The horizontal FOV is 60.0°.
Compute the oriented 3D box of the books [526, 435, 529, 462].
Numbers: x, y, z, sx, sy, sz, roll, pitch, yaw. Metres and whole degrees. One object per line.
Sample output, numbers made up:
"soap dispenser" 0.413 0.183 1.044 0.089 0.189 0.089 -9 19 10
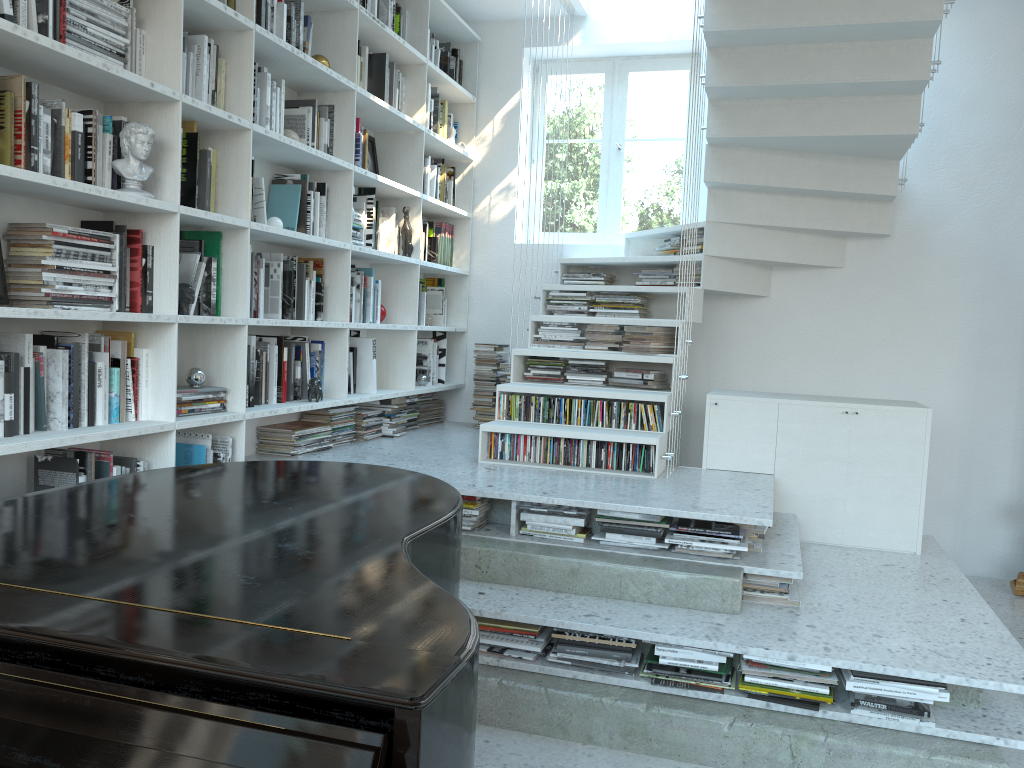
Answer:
"books" 0.091 0.302 4.225 0.008 0.125 0.125 4 4 16

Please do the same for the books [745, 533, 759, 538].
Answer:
"books" 0.894 0.574 3.516 0.168 0.012 0.210 4 4 17

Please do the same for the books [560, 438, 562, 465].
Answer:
"books" 0.246 0.312 4.179 0.007 0.125 0.125 4 4 16

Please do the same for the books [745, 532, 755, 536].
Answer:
"books" 0.892 0.563 3.516 0.153 0.009 0.260 4 4 19

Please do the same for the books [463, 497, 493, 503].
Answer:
"books" -0.235 0.457 3.627 0.296 0.013 0.128 4 4 14

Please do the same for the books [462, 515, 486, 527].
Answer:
"books" -0.246 0.544 3.610 0.247 0.014 0.177 4 4 14

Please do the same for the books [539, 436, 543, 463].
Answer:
"books" 0.151 0.305 4.207 0.008 0.125 0.125 4 4 16

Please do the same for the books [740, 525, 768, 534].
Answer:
"books" 0.913 0.552 3.509 0.190 0.015 0.230 4 4 21

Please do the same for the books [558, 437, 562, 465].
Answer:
"books" 0.239 0.311 4.181 0.007 0.125 0.125 4 4 16

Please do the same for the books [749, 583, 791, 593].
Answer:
"books" 0.948 0.731 3.296 0.168 0.012 0.210 4 4 20

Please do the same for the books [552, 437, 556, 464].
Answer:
"books" 0.210 0.309 4.190 0.009 0.125 0.125 4 4 16

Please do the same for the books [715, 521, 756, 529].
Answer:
"books" 0.889 0.534 3.515 0.154 0.018 0.220 4 4 17

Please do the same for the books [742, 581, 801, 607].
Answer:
"books" 0.960 0.768 3.294 0.200 0.023 0.262 4 4 14

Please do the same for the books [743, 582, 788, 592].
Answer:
"books" 0.945 0.719 3.296 0.159 0.012 0.292 4 4 19

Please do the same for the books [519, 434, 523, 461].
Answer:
"books" 0.055 0.299 4.235 0.007 0.125 0.125 4 4 16

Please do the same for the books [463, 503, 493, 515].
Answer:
"books" -0.243 0.494 3.608 0.293 0.017 0.178 4 4 17

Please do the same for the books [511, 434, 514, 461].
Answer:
"books" 0.017 0.297 4.246 0.008 0.125 0.125 4 4 16

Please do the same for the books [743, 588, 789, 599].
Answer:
"books" 0.942 0.745 3.298 0.159 0.008 0.285 4 4 14

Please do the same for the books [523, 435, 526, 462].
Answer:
"books" 0.076 0.301 4.229 0.008 0.125 0.125 4 4 16

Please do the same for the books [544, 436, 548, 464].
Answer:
"books" 0.173 0.307 4.200 0.008 0.125 0.125 4 4 16

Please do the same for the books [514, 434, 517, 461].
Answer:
"books" 0.032 0.298 4.242 0.008 0.125 0.125 4 4 16

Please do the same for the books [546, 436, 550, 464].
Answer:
"books" 0.180 0.307 4.198 0.009 0.125 0.125 4 4 16

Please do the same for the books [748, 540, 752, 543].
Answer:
"books" 0.881 0.598 3.521 0.131 0.012 0.207 3 4 12

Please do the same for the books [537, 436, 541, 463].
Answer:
"books" 0.143 0.305 4.209 0.007 0.125 0.125 4 4 16

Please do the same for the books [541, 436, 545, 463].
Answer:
"books" 0.158 0.306 4.205 0.008 0.125 0.125 4 4 16

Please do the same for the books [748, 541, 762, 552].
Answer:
"books" 0.898 0.625 3.518 0.177 0.015 0.216 4 4 14

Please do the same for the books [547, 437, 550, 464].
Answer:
"books" 0.188 0.308 4.196 0.008 0.125 0.125 4 4 16

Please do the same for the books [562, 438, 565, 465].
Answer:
"books" 0.253 0.312 4.177 0.010 0.125 0.125 4 4 16

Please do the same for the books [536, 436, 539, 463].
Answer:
"books" 0.135 0.304 4.212 0.008 0.125 0.125 4 4 16

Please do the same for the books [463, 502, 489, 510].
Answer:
"books" -0.241 0.479 3.609 0.254 0.012 0.160 4 4 20

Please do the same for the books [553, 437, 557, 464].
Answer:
"books" 0.217 0.310 4.187 0.007 0.125 0.125 4 4 16

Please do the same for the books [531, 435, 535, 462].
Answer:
"books" 0.113 0.303 4.218 0.007 0.125 0.125 4 4 16

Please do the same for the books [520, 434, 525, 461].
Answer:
"books" 0.062 0.300 4.233 0.007 0.125 0.125 4 4 16

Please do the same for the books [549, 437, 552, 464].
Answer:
"books" 0.196 0.308 4.194 0.007 0.125 0.125 4 4 16

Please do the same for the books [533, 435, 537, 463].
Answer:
"books" 0.121 0.304 4.216 0.008 0.125 0.125 4 4 16

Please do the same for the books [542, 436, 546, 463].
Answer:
"books" 0.165 0.306 4.203 0.008 0.125 0.125 4 4 16

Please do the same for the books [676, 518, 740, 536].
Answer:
"books" 0.738 0.537 3.334 0.228 0.014 0.149 4 4 14

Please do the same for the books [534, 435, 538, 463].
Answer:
"books" 0.128 0.304 4.214 0.008 0.125 0.125 4 4 16

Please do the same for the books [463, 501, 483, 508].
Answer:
"books" -0.243 0.469 3.602 0.261 0.009 0.186 4 4 15

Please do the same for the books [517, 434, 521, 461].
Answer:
"books" 0.047 0.299 4.238 0.007 0.125 0.125 4 4 16

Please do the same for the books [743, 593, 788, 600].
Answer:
"books" 0.941 0.752 3.299 0.164 0.006 0.264 4 4 17

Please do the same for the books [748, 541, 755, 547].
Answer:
"books" 0.885 0.610 3.521 0.148 0.013 0.227 4 4 14

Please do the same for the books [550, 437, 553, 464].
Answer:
"books" 0.202 0.309 4.192 0.008 0.125 0.125 4 4 16

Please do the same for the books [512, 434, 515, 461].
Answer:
"books" 0.025 0.297 4.244 0.008 0.125 0.125 4 4 16

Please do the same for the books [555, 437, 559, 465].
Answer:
"books" 0.224 0.310 4.185 0.008 0.125 0.125 4 4 16

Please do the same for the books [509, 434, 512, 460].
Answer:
"books" 0.010 0.296 4.248 0.008 0.125 0.125 4 4 16

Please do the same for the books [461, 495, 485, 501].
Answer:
"books" -0.237 0.437 3.614 0.261 0.028 0.139 4 4 21

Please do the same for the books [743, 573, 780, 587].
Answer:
"books" 0.934 0.707 3.298 0.132 0.010 0.257 4 4 20

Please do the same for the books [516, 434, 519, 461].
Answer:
"books" 0.040 0.298 4.240 0.008 0.125 0.125 4 4 16

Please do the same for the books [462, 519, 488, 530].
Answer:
"books" -0.248 0.557 3.605 0.253 0.011 0.182 4 4 20

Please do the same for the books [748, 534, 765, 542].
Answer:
"books" 0.904 0.587 3.514 0.189 0.013 0.215 4 4 15

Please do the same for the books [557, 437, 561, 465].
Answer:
"books" 0.231 0.311 4.183 0.007 0.125 0.125 4 4 16

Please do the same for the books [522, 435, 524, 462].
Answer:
"books" 0.069 0.300 4.231 0.008 0.125 0.125 4 4 16

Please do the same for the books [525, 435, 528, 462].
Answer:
"books" 0.083 0.301 4.227 0.007 0.125 0.125 4 4 16

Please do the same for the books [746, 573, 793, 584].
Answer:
"books" 0.948 0.690 3.293 0.157 0.025 0.233 3 4 11

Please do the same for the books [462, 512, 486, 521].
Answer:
"books" -0.239 0.527 3.630 0.237 0.017 0.138 4 4 15

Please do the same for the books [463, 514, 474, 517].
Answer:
"books" -0.241 0.511 3.617 0.203 0.018 0.159 4 4 14

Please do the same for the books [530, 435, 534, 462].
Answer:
"books" 0.106 0.303 4.220 0.007 0.125 0.125 4 4 16

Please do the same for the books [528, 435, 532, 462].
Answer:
"books" 0.098 0.302 4.223 0.009 0.125 0.125 4 4 16
